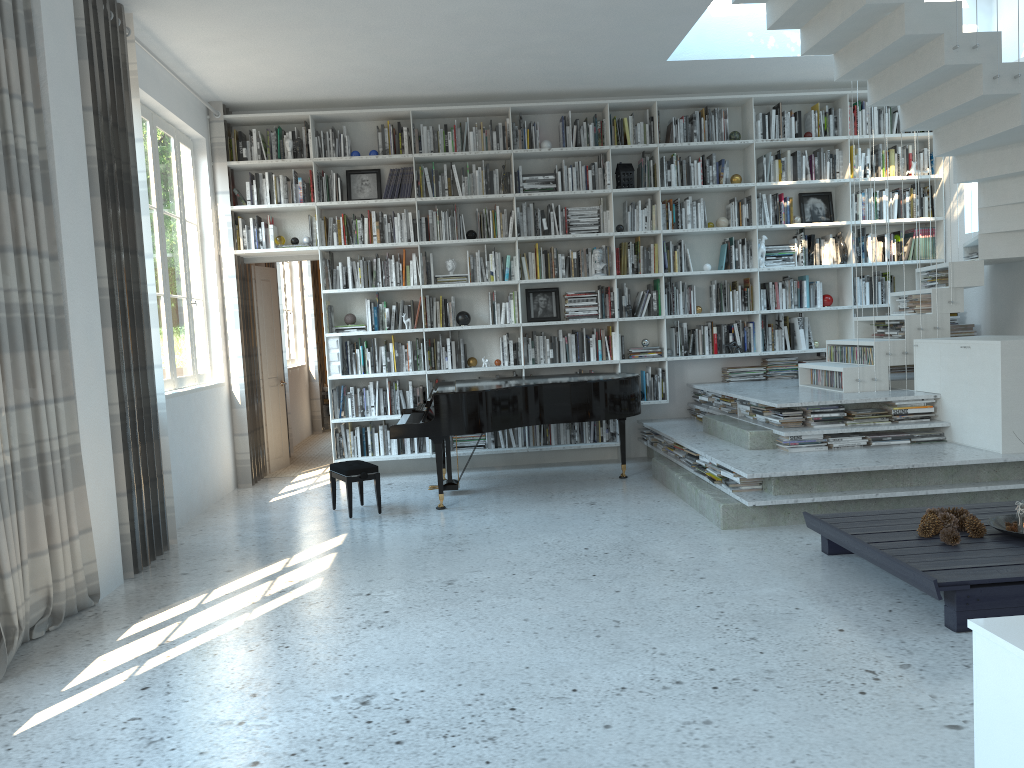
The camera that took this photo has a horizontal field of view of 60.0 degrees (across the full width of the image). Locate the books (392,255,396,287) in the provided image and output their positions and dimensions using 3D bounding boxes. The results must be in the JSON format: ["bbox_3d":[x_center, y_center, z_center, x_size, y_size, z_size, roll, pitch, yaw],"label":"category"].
[{"bbox_3d":[-1.024,-0.978,7.737,0.015,0.275,0.157,-3,4,-3],"label":"books"}]

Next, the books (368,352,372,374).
[{"bbox_3d":[-1.238,-0.189,7.771,0.016,0.189,0.183,-3,4,-3],"label":"books"}]

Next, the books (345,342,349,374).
[{"bbox_3d":[-1.446,-0.226,7.783,0.008,0.285,0.159,-3,4,-3],"label":"books"}]

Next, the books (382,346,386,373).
[{"bbox_3d":[-1.118,-0.217,7.790,0.027,0.230,0.158,-3,4,-3],"label":"books"}]

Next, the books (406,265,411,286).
[{"bbox_3d":[-0.904,-0.940,7.759,0.030,0.183,0.151,-3,4,-3],"label":"books"}]

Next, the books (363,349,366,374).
[{"bbox_3d":[-1.288,-0.199,7.798,0.016,0.211,0.145,-3,4,-3],"label":"books"}]

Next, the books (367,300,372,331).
[{"bbox_3d":[-1.242,-0.597,7.756,0.024,0.273,0.150,-3,4,-3],"label":"books"}]

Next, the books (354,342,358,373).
[{"bbox_3d":[-1.359,-0.228,7.773,0.008,0.280,0.164,-3,4,-3],"label":"books"}]

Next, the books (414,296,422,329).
[{"bbox_3d":[-0.817,-0.621,7.746,0.082,0.276,0.228,-3,4,-3],"label":"books"}]

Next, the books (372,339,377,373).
[{"bbox_3d":[-1.199,-0.246,7.770,0.019,0.300,0.179,-3,4,-3],"label":"books"}]

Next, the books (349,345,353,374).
[{"bbox_3d":[-1.400,-0.215,7.786,0.022,0.257,0.141,-3,4,-3],"label":"books"}]

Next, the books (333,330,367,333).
[{"bbox_3d":[-1.409,-0.458,7.761,0.285,0.012,0.159,-3,4,0],"label":"books"}]

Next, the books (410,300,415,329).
[{"bbox_3d":[-0.870,-0.608,7.783,0.021,0.251,0.154,-3,4,-3],"label":"books"}]

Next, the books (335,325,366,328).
[{"bbox_3d":[-1.412,-0.506,7.762,0.254,0.012,0.160,-3,4,-2],"label":"books"}]

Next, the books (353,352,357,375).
[{"bbox_3d":[-1.368,-0.181,7.755,0.019,0.189,0.193,-3,4,-3],"label":"books"}]

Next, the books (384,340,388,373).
[{"bbox_3d":[-1.099,-0.244,7.788,0.014,0.282,0.150,-3,4,-3],"label":"books"}]

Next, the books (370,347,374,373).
[{"bbox_3d":[-1.225,-0.212,7.805,0.016,0.231,0.136,-3,4,-3],"label":"books"}]

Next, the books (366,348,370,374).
[{"bbox_3d":[-1.255,-0.203,7.774,0.015,0.219,0.190,-3,4,-3],"label":"books"}]

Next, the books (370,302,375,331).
[{"bbox_3d":[-1.215,-0.591,7.766,0.031,0.255,0.143,-3,4,-3],"label":"books"}]

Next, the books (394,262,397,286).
[{"bbox_3d":[-1.010,-0.951,7.754,0.012,0.217,0.160,-3,4,-3],"label":"books"}]

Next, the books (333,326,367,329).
[{"bbox_3d":[-1.411,-0.494,7.756,0.285,0.012,0.159,-3,4,1],"label":"books"}]

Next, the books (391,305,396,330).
[{"bbox_3d":[-1.038,-0.580,7.784,0.056,0.214,0.142,-3,4,-3],"label":"books"}]

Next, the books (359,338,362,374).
[{"bbox_3d":[-1.323,-0.248,7.777,0.006,0.315,0.145,-3,4,-3],"label":"books"}]

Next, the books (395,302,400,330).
[{"bbox_3d":[-1.004,-0.596,7.785,0.013,0.242,0.141,-3,4,-3],"label":"books"}]

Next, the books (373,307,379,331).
[{"bbox_3d":[-1.182,-0.567,7.741,0.029,0.208,0.189,-3,4,-3],"label":"books"}]

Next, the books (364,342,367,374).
[{"bbox_3d":[-1.277,-0.232,7.787,0.009,0.278,0.157,-3,4,-3],"label":"books"}]

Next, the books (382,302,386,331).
[{"bbox_3d":[-1.118,-0.593,7.776,0.022,0.249,0.129,-3,4,-3],"label":"books"}]

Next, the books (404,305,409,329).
[{"bbox_3d":[-0.920,-0.582,7.769,0.030,0.208,0.172,-3,4,-3],"label":"books"}]

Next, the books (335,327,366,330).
[{"bbox_3d":[-1.410,-0.482,7.760,0.254,0.012,0.160,-3,4,-6],"label":"books"}]

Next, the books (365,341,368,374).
[{"bbox_3d":[-1.268,-0.235,7.764,0.007,0.286,0.182,-3,4,-3],"label":"books"}]

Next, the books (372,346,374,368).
[{"bbox_3d":[-1.215,-0.247,7.805,0.009,0.299,0.141,-3,4,-3],"label":"books"}]

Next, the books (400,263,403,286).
[{"bbox_3d":[-0.961,-0.946,7.751,0.013,0.203,0.161,-3,4,-3],"label":"books"}]

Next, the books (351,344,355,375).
[{"bbox_3d":[-1.384,-0.218,7.768,0.007,0.264,0.176,-3,4,-3],"label":"books"}]

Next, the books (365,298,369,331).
[{"bbox_3d":[-1.261,-0.602,7.756,0.012,0.285,0.159,-3,4,-3],"label":"books"}]

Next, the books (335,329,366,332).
[{"bbox_3d":[-1.410,-0.470,7.765,0.254,0.012,0.160,-3,4,-2],"label":"books"}]

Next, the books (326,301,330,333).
[{"bbox_3d":[-1.600,-0.584,7.748,0.012,0.285,0.159,-3,4,-3],"label":"books"}]

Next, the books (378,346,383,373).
[{"bbox_3d":[-1.155,-0.216,7.805,0.045,0.230,0.138,-3,4,-3],"label":"books"}]

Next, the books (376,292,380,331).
[{"bbox_3d":[-1.167,-0.634,7.770,0.011,0.336,0.153,-3,4,-3],"label":"books"}]

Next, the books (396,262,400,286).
[{"bbox_3d":[-0.994,-0.954,7.759,0.021,0.221,0.148,-3,4,-3],"label":"books"}]

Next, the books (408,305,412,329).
[{"bbox_3d":[-0.892,-0.586,7.780,0.027,0.210,0.143,-3,4,-3],"label":"books"}]

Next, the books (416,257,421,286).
[{"bbox_3d":[-0.816,-0.982,7.768,0.036,0.258,0.123,-3,4,-3],"label":"books"}]

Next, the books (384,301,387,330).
[{"bbox_3d":[-1.100,-0.594,7.758,0.011,0.250,0.172,-3,4,-3],"label":"books"}]

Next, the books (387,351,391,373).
[{"bbox_3d":[-1.074,-0.194,7.784,0.029,0.182,0.190,-3,4,-3],"label":"books"}]

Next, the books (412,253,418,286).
[{"bbox_3d":[-0.848,-0.994,7.764,0.027,0.286,0.148,-3,4,-3],"label":"books"}]

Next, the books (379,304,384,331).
[{"bbox_3d":[-1.144,-0.583,7.781,0.030,0.231,0.147,-3,4,-3],"label":"books"}]

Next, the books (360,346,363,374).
[{"bbox_3d":[-1.311,-0.212,7.778,0.014,0.243,0.170,-3,4,-3],"label":"books"}]

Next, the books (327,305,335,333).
[{"bbox_3d":[-1.578,-0.563,7.740,0.028,0.243,0.156,-3,4,-3],"label":"books"}]

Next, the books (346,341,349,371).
[{"bbox_3d":[-1.434,-0.229,7.782,0.016,0.290,0.152,-3,4,-3],"label":"books"}]

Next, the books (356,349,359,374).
[{"bbox_3d":[-1.346,-0.198,7.782,0.015,0.218,0.176,-3,4,-3],"label":"books"}]

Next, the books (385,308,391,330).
[{"bbox_3d":[-1.078,-0.564,7.749,0.029,0.190,0.188,-3,4,-3],"label":"books"}]

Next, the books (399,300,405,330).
[{"bbox_3d":[-0.967,-0.604,7.772,0.060,0.255,0.158,-3,4,-3],"label":"books"}]

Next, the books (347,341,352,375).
[{"bbox_3d":[-1.419,-0.232,7.776,0.014,0.294,0.171,-3,4,-3],"label":"books"}]

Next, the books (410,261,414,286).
[{"bbox_3d":[-0.875,-0.961,7.760,0.031,0.223,0.144,-3,4,-3],"label":"books"}]

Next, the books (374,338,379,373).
[{"bbox_3d":[-1.184,-0.251,7.782,0.012,0.306,0.189,-3,4,-3],"label":"books"}]

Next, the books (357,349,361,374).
[{"bbox_3d":[-1.331,-0.198,7.771,0.015,0.217,0.180,-3,4,-3],"label":"books"}]

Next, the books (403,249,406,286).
[{"bbox_3d":[-0.940,-1.008,7.749,0.035,0.326,0.170,-3,4,-3],"label":"books"}]

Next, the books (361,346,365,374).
[{"bbox_3d":[-1.299,-0.213,7.765,0.009,0.245,0.184,-3,4,-3],"label":"books"}]

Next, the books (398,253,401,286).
[{"bbox_3d":[-0.978,-0.991,7.762,0.015,0.293,0.143,-3,4,-3],"label":"books"}]
